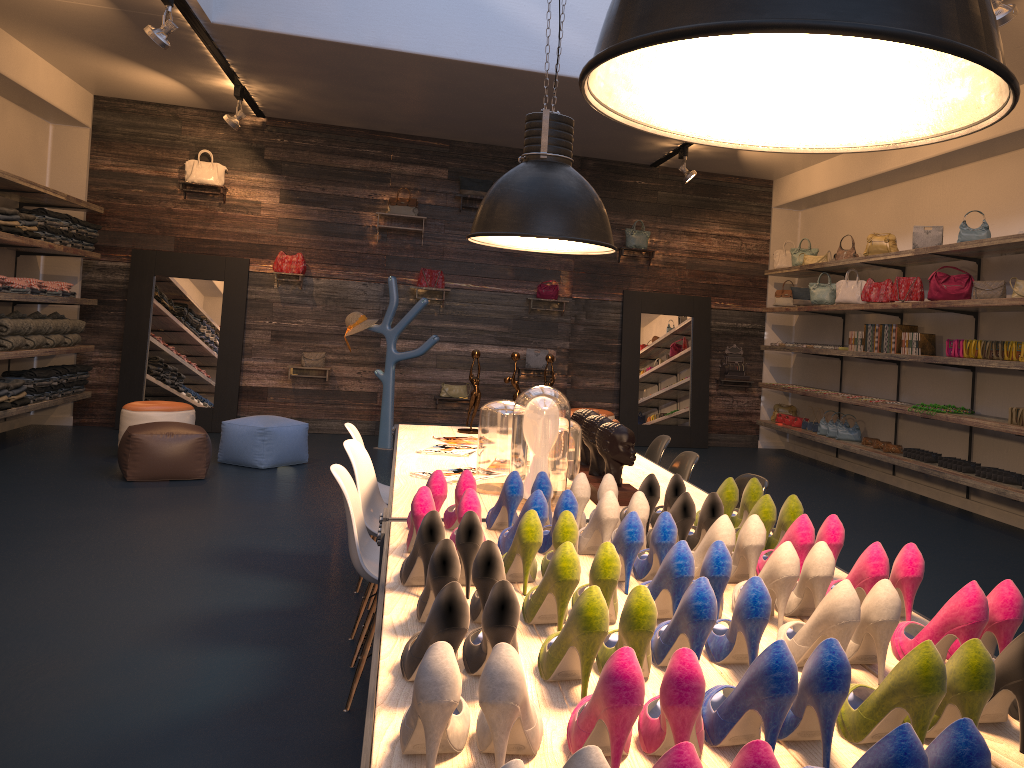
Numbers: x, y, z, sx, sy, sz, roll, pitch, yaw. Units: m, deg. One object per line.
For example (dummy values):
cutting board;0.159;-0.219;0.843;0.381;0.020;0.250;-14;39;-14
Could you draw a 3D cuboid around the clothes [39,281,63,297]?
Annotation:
clothes;-4.473;-0.904;8.212;0.345;0.159;0.324;4;3;10

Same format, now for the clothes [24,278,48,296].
clothes;-4.405;-0.883;7.846;0.334;0.155;0.336;3;3;-16

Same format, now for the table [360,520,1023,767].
table;0.358;0.894;1.544;1.278;0.740;2.453;4;3;-9

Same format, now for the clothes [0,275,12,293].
clothes;-4.316;-0.830;7.113;0.334;0.155;0.336;3;3;-16

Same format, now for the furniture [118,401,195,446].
furniture;-3.122;0.402;7.650;0.597;0.480;0.563;4;2;-9

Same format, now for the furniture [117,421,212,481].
furniture;-2.723;0.510;6.833;0.694;0.423;0.604;3;3;-27

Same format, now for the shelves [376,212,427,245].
shelves;-1.281;-1.778;9.997;0.581;0.317;0.235;3;1;-14

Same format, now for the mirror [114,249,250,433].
mirror;-3.539;-0.457;9.382;1.204;1.920;0.256;4;-1;-15

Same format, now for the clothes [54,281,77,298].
clothes;-4.488;-0.932;8.540;0.334;0.155;0.336;3;3;-16

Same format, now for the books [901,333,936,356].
books;3.867;-0.377;8.266;0.188;0.213;0.318;4;2;-10

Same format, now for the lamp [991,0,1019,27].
lamp;2.574;-2.013;4.577;0.168;0.328;0.258;4;1;35

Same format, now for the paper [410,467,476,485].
paper;-0.088;0.358;3.594;0.311;0.014;0.773;6;4;31

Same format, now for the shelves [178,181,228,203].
shelves;-3.353;-2.081;9.426;0.470;0.157;0.235;3;2;-14

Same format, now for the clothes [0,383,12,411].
clothes;-4.334;0.086;7.022;0.420;0.251;0.344;4;2;-2

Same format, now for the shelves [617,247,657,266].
shelves;1.547;-1.584;10.780;0.470;0.177;0.235;3;2;-14

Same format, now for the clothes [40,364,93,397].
clothes;-4.457;-0.043;8.580;0.376;0.299;0.628;4;3;-7

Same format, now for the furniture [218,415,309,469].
furniture;-2.190;0.491;7.699;0.607;0.423;0.690;5;3;28

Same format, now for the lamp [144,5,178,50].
lamp;-2.398;-2.437;5.933;0.223;0.328;0.194;4;0;32

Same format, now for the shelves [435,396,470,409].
shelves;-0.675;0.235;10.168;0.470;0.157;0.235;3;2;-14

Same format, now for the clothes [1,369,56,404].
clothes;-4.348;0.014;7.793;0.381;0.299;0.317;4;2;-9

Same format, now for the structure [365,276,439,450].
structure;-1.232;-0.224;9.083;0.933;1.809;0.178;4;-1;12

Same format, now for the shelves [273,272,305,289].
shelves;-2.485;-1.150;9.665;0.316;0.157;0.236;3;2;-12

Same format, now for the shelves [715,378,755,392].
shelves;2.855;0.026;11.149;0.470;0.157;0.235;3;2;-14

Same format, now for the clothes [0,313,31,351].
clothes;-4.317;-0.457;7.330;0.343;0.342;0.386;4;2;-4

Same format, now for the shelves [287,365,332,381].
shelves;-2.270;-0.120;9.729;0.470;0.143;0.236;3;3;-14

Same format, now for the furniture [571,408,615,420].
furniture;0.885;0.529;9.948;0.597;0.480;0.563;4;2;-9

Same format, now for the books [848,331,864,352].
books;3.712;-0.446;9.184;0.186;0.210;0.307;4;2;-9

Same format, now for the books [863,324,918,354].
books;3.801;-0.452;8.737;0.248;0.288;0.616;4;3;-10

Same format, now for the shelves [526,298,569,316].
shelves;0.424;-0.928;10.492;0.515;0.184;0.194;3;2;-14

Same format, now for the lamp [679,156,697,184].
lamp;1.957;-2.379;9.697;0.223;0.328;0.194;4;0;32

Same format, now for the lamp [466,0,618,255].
lamp;0.190;-1.463;4.051;0.658;1.648;0.740;4;0;25

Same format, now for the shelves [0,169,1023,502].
shelves;0.346;0.029;2.086;8.945;2.226;16.270;3;4;-9

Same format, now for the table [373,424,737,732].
table;0.062;0.719;3.995;1.278;0.740;2.453;4;3;-9

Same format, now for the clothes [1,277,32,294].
clothes;-4.390;-0.854;7.518;0.345;0.159;0.324;4;3;10

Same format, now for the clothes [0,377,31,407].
clothes;-4.379;0.058;7.404;0.433;0.251;0.333;3;2;-14

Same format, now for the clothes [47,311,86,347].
clothes;-4.471;-0.548;8.605;0.343;0.342;0.386;4;2;-4

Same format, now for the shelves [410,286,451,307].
shelves;-0.955;-1.010;10.088;0.470;0.211;0.235;3;2;-14

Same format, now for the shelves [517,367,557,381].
shelves;0.287;-0.098;10.436;0.470;0.183;0.235;3;2;-14

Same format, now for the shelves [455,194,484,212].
shelves;-0.444;-2.112;10.229;0.470;0.179;0.236;3;2;-14

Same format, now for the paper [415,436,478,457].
paper;-0.259;0.302;4.289;0.336;0.014;0.717;4;4;1

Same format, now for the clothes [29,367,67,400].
clothes;-4.397;-0.009;8.104;0.387;0.299;0.303;3;2;-23

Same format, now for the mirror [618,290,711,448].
mirror;1.924;-0.181;10.893;1.204;1.920;0.256;4;-1;-15

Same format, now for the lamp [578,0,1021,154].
lamp;0.507;-1.276;1.440;0.740;1.648;0.659;4;0;-20

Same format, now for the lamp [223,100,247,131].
lamp;-2.704;-2.619;8.475;0.223;0.328;0.194;4;0;32

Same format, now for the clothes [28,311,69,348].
clothes;-4.420;-0.517;8.180;0.343;0.342;0.386;4;2;-4

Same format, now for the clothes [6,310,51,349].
clothes;-4.369;-0.487;7.755;0.343;0.342;0.386;4;2;-4
